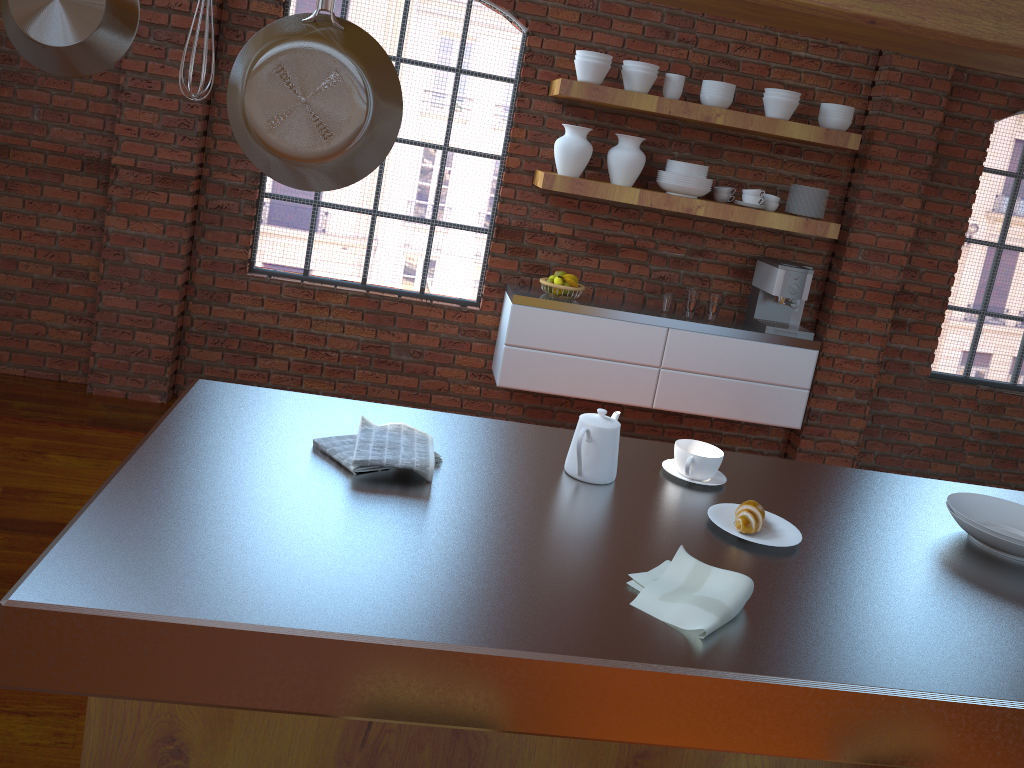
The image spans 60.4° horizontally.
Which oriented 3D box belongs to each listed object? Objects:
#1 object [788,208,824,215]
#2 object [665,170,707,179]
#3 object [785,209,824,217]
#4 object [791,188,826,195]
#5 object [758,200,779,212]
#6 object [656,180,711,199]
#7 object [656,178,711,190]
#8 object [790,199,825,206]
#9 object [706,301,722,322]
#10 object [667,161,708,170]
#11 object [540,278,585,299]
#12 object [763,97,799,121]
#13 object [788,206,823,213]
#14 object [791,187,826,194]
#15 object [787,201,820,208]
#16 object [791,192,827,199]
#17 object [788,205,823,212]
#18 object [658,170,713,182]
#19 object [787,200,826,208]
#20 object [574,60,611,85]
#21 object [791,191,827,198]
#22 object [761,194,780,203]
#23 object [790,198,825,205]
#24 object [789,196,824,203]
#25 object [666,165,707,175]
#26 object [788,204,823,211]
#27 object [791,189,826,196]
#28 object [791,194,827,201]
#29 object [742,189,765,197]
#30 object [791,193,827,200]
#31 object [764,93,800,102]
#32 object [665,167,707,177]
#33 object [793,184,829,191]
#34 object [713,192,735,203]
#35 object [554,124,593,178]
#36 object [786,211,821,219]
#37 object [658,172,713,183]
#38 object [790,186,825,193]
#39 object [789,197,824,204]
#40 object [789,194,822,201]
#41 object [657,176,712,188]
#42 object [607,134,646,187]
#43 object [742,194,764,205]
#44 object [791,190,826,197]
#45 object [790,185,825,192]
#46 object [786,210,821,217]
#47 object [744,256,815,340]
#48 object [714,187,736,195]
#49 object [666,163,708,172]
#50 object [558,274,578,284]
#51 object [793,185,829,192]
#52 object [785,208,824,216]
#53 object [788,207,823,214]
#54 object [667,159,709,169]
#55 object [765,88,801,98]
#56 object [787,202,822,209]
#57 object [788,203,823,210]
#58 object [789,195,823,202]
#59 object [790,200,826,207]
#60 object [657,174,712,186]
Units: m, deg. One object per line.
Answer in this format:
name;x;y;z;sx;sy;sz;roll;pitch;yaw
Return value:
object;1.514;-0.888;4.556;0.195;0.013;0.198;12;15;8
object;0.876;-1.041;4.460;0.213;0.054;0.220;6;16;-16
object;1.513;-0.880;4.557;0.195;0.013;0.198;12;15;8
object;1.532;-0.986;4.541;0.195;0.013;0.198;12;15;8
object;1.338;-0.927;4.588;0.100;0.046;0.093;17;16;26
object;0.865;-0.983;4.469;0.280;0.054;0.290;3;17;-24
object;0.867;-0.993;4.467;0.280;0.054;0.290;3;17;-24
object;1.522;-0.933;4.549;0.195;0.013;0.198;12;15;8
object;1.040;-0.374;4.564;0.078;0.102;0.079;11;11;4
object;0.883;-1.081;4.453;0.213;0.054;0.220;6;16;-16
object;0.254;-0.485;4.519;0.240;0.070;0.236;22;19;38
object;1.341;-1.375;4.422;0.180;0.102;0.185;0;17;-37
object;1.516;-0.897;4.555;0.195;0.013;0.198;12;15;8
object;1.533;-0.991;4.540;0.195;0.013;0.198;12;15;8
object;1.520;-0.920;4.551;0.195;0.013;0.198;12;15;8
object;1.529;-0.968;4.543;0.195;0.013;0.198;12;15;8
object;1.517;-0.902;4.554;0.195;0.013;0.198;12;15;8
object;0.874;-1.033;4.461;0.280;0.054;0.290;3;17;-24
object;1.521;-0.924;4.550;0.195;0.013;0.198;12;15;8
object;0.381;-1.501;4.259;0.183;0.102;0.182;17;16;27
object;1.529;-0.973;4.543;0.195;0.013;0.198;12;15;8
object;1.345;-0.959;4.589;0.101;0.057;0.093;14;14;15
object;1.523;-0.938;4.548;0.195;0.013;0.198;12;15;8
object;1.525;-0.946;4.547;0.195;0.013;0.198;12;15;8
object;0.880;-1.062;4.456;0.213;0.054;0.220;6;16;-16
object;1.517;-0.907;4.553;0.195;0.013;0.198;12;15;8
object;1.531;-0.982;4.541;0.195;0.013;0.198;12;15;8
object;1.527;-0.959;4.545;0.195;0.013;0.198;12;15;8
object;1.215;-0.965;4.467;0.091;0.057;0.103;4;15;-24
object;1.528;-0.964;4.544;0.195;0.013;0.198;12;15;8
object;1.344;-1.395;4.419;0.180;0.102;0.185;0;17;-37
object;0.878;-1.051;4.458;0.213;0.054;0.220;6;16;-16
object;1.536;-1.008;4.537;0.195;0.013;0.198;12;15;8
object;1.102;-0.978;4.621;0.092;0.046;0.101;3;16;-28
object;0.304;-1.160;4.390;0.195;0.244;0.193;17;13;30
object;1.511;-0.871;4.559;0.195;0.013;0.198;12;15;8
object;0.873;-1.023;4.462;0.280;0.054;0.290;3;17;-24
object;1.534;-0.995;4.539;0.195;0.013;0.198;12;15;8
object;1.524;-0.942;4.548;0.195;0.013;0.198;12;15;8
object;1.526;-0.955;4.545;0.195;0.013;0.198;12;15;8
object;0.869;-1.004;4.465;0.280;0.054;0.290;3;17;-24
object;0.573;-1.122;4.425;0.192;0.244;0.197;2;14;-36
object;1.215;-0.934;4.474;0.092;0.046;0.101;7;15;-13
object;1.530;-0.977;4.542;0.195;0.013;0.198;12;15;8
object;1.534;-1.000;4.539;0.195;0.013;0.198;12;15;8
object;1.512;-0.876;4.558;0.195;0.013;0.198;12;15;8
object;1.448;-0.457;4.632;0.270;0.362;0.389;9;12;-8
object;1.104;-1.009;4.612;0.092;0.057;0.102;-1;18;-38
object;0.882;-1.072;4.455;0.213;0.054;0.220;6;16;-16
object;0.300;-0.522;4.484;0.067;0.083;0.185;16;15;28
object;1.535;-1.004;4.538;0.195;0.013;0.198;12;15;8
object;1.513;-0.885;4.557;0.195;0.013;0.198;12;15;8
object;1.515;-0.893;4.555;0.195;0.013;0.198;12;15;8
object;0.885;-1.091;4.452;0.213;0.054;0.220;6;16;-16
object;1.348;-1.417;4.415;0.180;0.102;0.185;0;17;-37
object;1.519;-0.916;4.552;0.195;0.013;0.198;12;15;8
object;1.518;-0.911;4.552;0.195;0.013;0.198;12;15;8
object;1.525;-0.951;4.546;0.195;0.013;0.198;12;15;8
object;1.522;-0.929;4.550;0.195;0.013;0.198;12;15;8
object;0.871;-1.014;4.464;0.280;0.054;0.290;3;17;-24
